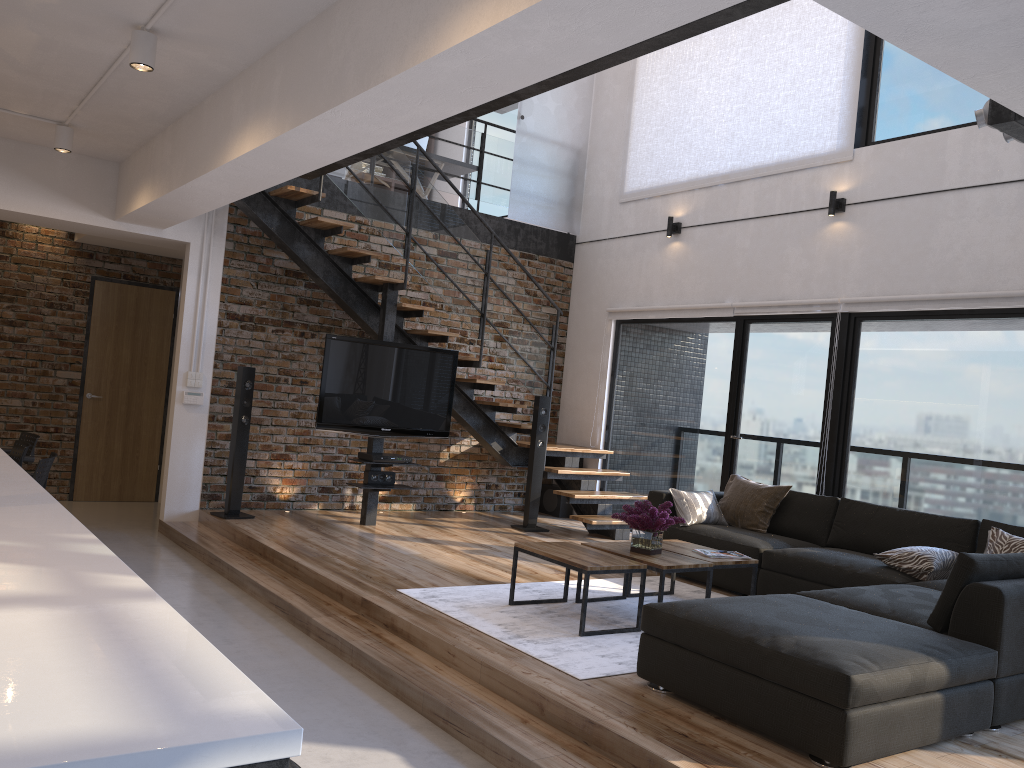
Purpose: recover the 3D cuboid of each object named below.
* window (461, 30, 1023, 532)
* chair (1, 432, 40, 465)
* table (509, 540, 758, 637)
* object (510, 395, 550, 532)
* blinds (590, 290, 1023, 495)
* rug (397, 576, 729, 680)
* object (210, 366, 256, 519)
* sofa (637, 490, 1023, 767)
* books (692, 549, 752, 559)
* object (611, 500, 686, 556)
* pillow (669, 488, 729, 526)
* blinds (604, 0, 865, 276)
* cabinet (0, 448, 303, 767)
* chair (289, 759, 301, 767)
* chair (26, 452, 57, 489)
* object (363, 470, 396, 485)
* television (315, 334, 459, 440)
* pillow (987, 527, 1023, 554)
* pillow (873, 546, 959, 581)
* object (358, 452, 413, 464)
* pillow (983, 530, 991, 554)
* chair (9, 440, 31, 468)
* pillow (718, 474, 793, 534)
[{"bbox_3d":[1.066,-1.238,5.915,5.667,5.567,13.389,6,-1,-35],"label":"window"},{"bbox_3d":[-3.636,0.725,6.192,0.540,0.768,0.519,6,-1,-40],"label":"chair"},{"bbox_3d":[0.714,1.126,5.018,1.299,0.350,0.697,6,-1,-35],"label":"table"},{"bbox_3d":[0.218,0.709,7.964,0.271,1.206,0.271,6,0,-30],"label":"object"},{"bbox_3d":[2.394,0.365,6.691,0.096,2.044,5.366,6,-1,-35],"label":"blinds"},{"bbox_3d":[0.670,1.298,4.991,2.115,0.003,1.636,6,-1,-35],"label":"rug"},{"bbox_3d":[-2.180,0.462,7.099,0.271,1.206,0.271,5,0,45],"label":"object"},{"bbox_3d":[1.455,1.025,5.024,3.001,0.700,3.042,6,-1,-35],"label":"sofa"},{"bbox_3d":[1.227,0.997,5.192,0.295,0.013,0.228,6,-1,-15],"label":"books"},{"bbox_3d":[0.774,0.785,5.016,0.375,0.343,0.341,6,-1,-34],"label":"object"},{"bbox_3d":[1.376,0.912,6.504,0.499,0.265,0.212,6,-1,-35],"label":"pillow"},{"bbox_3d":[0.507,-2.629,8.149,10.197,2.975,1.997,5,-1,33],"label":"blinds"},{"bbox_3d":[-3.115,-0.330,3.250,2.475,2.871,9.110,6,-1,-35],"label":"cabinet"},{"bbox_3d":[-0.570,1.006,1.566,0.367,0.630,0.366,6,0,-20],"label":"chair"},{"bbox_3d":[-2.915,0.773,5.038,0.540,0.768,0.519,6,0,-20],"label":"chair"},{"bbox_3d":[-1.084,0.769,7.258,0.247,0.112,0.088,6,-1,-35],"label":"object"},{"bbox_3d":[-1.014,0.051,7.230,1.208,0.783,0.136,6,0,-35],"label":"television"},{"bbox_3d":[2.786,0.967,4.777,0.250,0.314,0.531,6,-1,-31],"label":"pillow"},{"bbox_3d":[2.429,1.048,5.223,0.531,0.177,0.355,6,-1,-37],"label":"pillow"},{"bbox_3d":[-1.027,0.601,7.191,0.360,0.058,0.275,6,-1,-35],"label":"object"},{"bbox_3d":[2.874,1.001,4.920,0.235,0.294,0.611,6,-1,-35],"label":"pillow"},{"bbox_3d":[-3.339,0.742,5.534,0.540,0.768,0.519,6,-1,-35],"label":"chair"},{"bbox_3d":[1.743,0.882,6.576,0.265,0.382,0.609,6,-1,-35],"label":"pillow"}]
